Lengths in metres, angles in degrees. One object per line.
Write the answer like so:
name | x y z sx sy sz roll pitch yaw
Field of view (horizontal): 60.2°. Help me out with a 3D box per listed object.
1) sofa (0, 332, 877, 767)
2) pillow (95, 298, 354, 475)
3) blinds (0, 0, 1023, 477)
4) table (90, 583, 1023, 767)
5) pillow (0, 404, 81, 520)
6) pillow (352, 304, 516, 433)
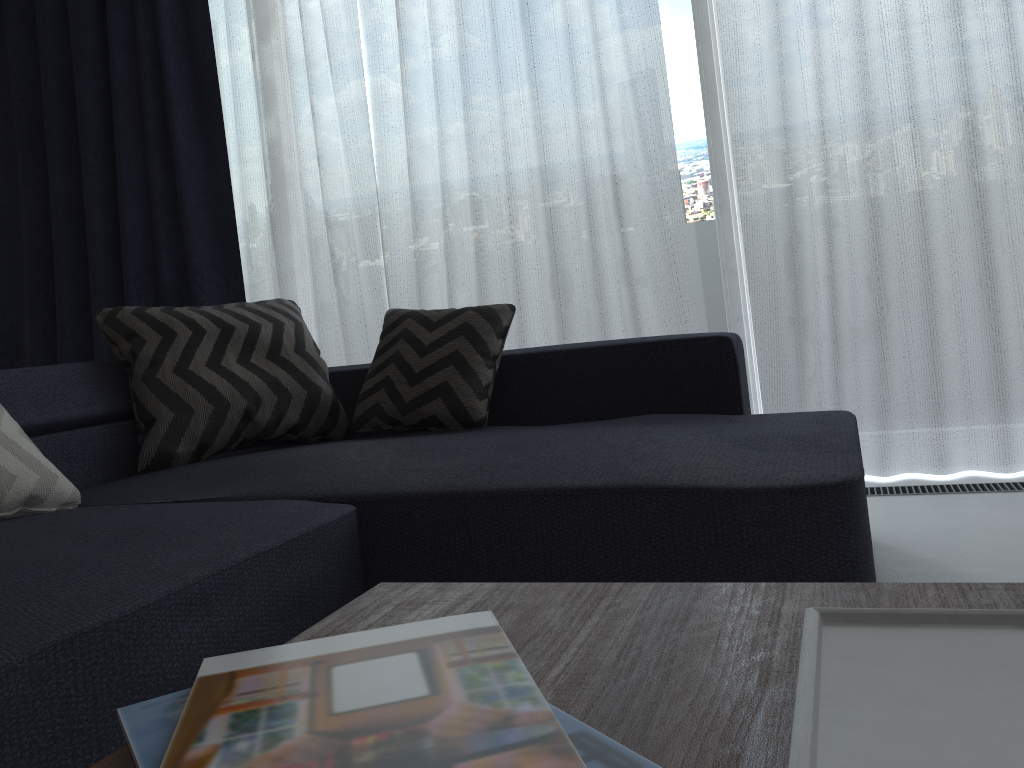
sofa | -0.505 0.246 1.250 1.893 0.608 2.885 -5 4 21
pillow | -0.781 0.017 2.448 0.601 0.519 0.353 -7 1 -39
blinds | -0.366 -0.798 0.351 7.110 2.774 5.826 -5 3 24
table | 0.121 0.365 0.345 0.803 0.352 0.804 -5 3 21
pillow | -1.106 0.090 1.577 0.341 0.388 0.497 -6 2 21
pillow | -0.217 -0.052 2.405 0.413 0.345 0.287 -5 1 25
